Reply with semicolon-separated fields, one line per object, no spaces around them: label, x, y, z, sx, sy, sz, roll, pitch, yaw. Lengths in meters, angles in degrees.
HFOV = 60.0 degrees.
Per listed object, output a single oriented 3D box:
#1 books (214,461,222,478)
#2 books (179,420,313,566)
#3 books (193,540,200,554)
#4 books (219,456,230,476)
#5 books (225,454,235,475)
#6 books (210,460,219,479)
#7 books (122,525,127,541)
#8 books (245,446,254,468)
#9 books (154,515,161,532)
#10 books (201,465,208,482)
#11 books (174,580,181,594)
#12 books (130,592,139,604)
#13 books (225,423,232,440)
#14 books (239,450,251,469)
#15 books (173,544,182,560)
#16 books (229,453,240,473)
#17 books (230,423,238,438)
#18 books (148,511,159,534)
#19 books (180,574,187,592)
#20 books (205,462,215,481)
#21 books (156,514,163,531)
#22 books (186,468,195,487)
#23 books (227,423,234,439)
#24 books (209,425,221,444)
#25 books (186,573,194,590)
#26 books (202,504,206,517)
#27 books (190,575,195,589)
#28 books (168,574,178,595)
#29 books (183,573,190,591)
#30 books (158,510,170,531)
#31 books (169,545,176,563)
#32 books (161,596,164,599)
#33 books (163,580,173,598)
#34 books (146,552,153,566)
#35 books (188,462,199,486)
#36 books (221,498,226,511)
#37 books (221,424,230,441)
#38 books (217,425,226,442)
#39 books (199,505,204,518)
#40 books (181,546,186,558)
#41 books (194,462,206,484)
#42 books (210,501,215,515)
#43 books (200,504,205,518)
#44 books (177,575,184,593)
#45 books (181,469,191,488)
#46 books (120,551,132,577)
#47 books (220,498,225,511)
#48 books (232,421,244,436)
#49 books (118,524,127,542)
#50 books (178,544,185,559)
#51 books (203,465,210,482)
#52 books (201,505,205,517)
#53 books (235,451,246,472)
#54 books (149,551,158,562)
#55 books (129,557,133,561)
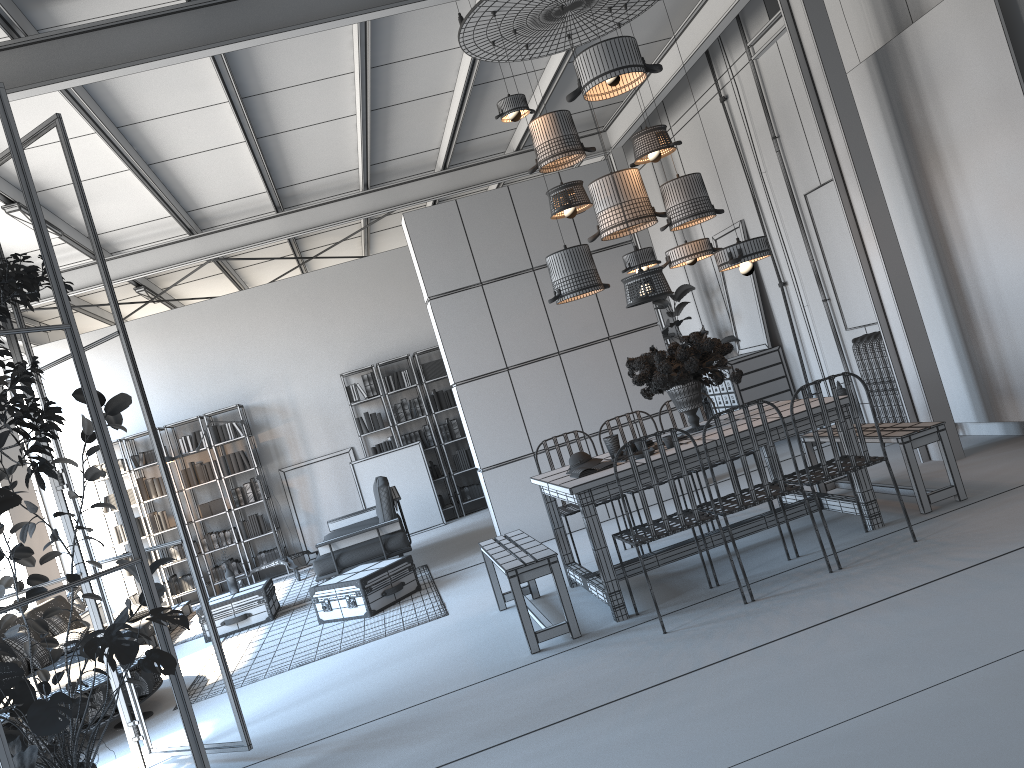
books;-3.787;1.104;11.433;0.022;0.226;0.163;-17;0;-10
books;-2.758;1.280;11.052;2.306;2.162;0.264;-17;-1;-32
books;-4.076;2.105;11.383;0.061;0.177;0.246;-17;0;-10
books;-3.702;1.060;11.443;0.062;0.265;0.193;-17;0;-15
books;-3.640;1.041;11.454;0.062;0.265;0.193;-17;0;-15
books;-3.833;1.109;11.458;0.057;0.244;0.178;-17;0;-10
books;-4.898;1.890;11.297;0.040;0.240;0.174;-17;0;-10
books;-3.388;0.943;11.512;0.071;0.303;0.222;-17;0;-15
books;-4.452;1.752;11.180;0.022;0.227;0.165;-17;0;-10
books;-3.942;1.151;11.405;0.022;0.226;0.163;-17;0;-10
books;-4.245;2.576;11.319;0.048;0.182;0.258;-17;0;-10
books;-4.713;2.717;11.129;0.067;0.174;0.240;-17;0;-11
books;-3.644;0.617;11.442;0.032;0.231;0.179;-17;0;-10
books;-3.450;0.985;11.492;0.084;0.267;0.193;-17;0;-14
books;-4.255;2.149;11.341;0.056;0.195;0.270;-17;0;-10
books;-3.579;1.023;11.466;0.062;0.265;0.193;-17;0;-15
books;-3.590;0.598;11.451;0.022;0.236;0.186;-17;0;-10
books;-4.515;1.751;11.195;0.091;0.266;0.195;-17;0;-10
books;-4.174;2.547;11.341;0.030;0.192;0.277;-17;0;-10
books;-3.887;1.125;11.438;0.057;0.244;0.178;-17;0;-10
books;-4.432;1.746;11.184;0.022;0.227;0.165;-17;0;-10
books;-4.121;1.197;11.407;0.057;0.244;0.178;-17;0;-10
books;-3.614;0.608;11.447;0.032;0.231;0.179;-17;0;-10
books;-3.809;0.659;11.414;0.083;0.242;0.178;-17;0;-10
books;-4.099;2.524;11.355;0.049;0.195;0.279;-17;0;-10
books;-3.925;1.618;11.339;0.012;0.177;0.134;-17;0;-10
books;-4.054;2.511;11.363;0.047;0.192;0.279;-17;0;-10
books;-4.295;2.557;11.302;0.036;0.247;0.304;-17;0;-10
books;-4.140;2.537;11.339;0.040;0.196;0.262;-17;0;-10
books;-4.398;1.726;11.212;0.057;0.244;0.180;-17;0;-10
books;-4.308;2.165;11.332;0.056;0.195;0.270;-17;0;-10
books;-4.473;2.642;11.333;0.056;0.197;0.271;-17;0;-10
books;-4.420;2.625;11.343;0.056;0.197;0.271;-17;0;-10
books;-4.595;2.220;11.262;0.062;0.265;0.193;-17;0;-10
books;-4.071;1.147;11.375;0.038;0.303;0.222;-17;0;-10
books;-3.687;1.541;11.360;0.012;0.177;0.134;-17;0;-10
books;-3.686;0.632;11.443;0.052;0.223;0.164;-17;0;-10
books;-3.735;0.647;11.424;0.052;0.223;0.164;-17;0;-10
books;-3.958;1.628;11.333;0.012;0.177;0.134;-17;0;-10
books;-4.164;2.131;11.362;0.048;0.180;0.257;-17;0;-10
books;-4.005;1.149;11.420;0.091;0.265;0.193;-17;0;-10
books;-3.818;1.581;11.336;0.012;0.177;0.134;-17;0;-10
books;-3.947;1.625;11.335;0.012;0.177;0.134;-17;0;-10
books;-4.204;2.554;11.329;0.037;0.192;0.265;-17;0;-10
books;-4.175;1.213;11.386;0.057;0.244;0.178;-17;0;-10
books;-4.859;2.279;11.203;0.071;0.303;0.222;-17;0;-10
books;-3.698;1.544;11.358;0.012;0.177;0.134;-17;0;-10
books;-3.529;0.585;11.461;0.107;0.229;0.184;-17;0;-10
books;-4.936;1.901;11.291;0.040;0.240;0.174;-17;0;-10
books;-4.208;2.135;11.352;0.037;0.190;0.264;-17;0;-10
books;-3.921;1.145;11.410;0.022;0.226;0.163;-17;0;-10
books;-3.936;1.621;11.337;0.012;0.177;0.134;-17;0;-10
books;-3.523;1.006;11.494;0.062;0.265;0.193;-17;0;-15
books;-4.535;2.202;11.279;0.062;0.265;0.193;-17;0;-10
books;-4.782;2.279;11.215;0.084;0.267;0.193;-17;0;-11
